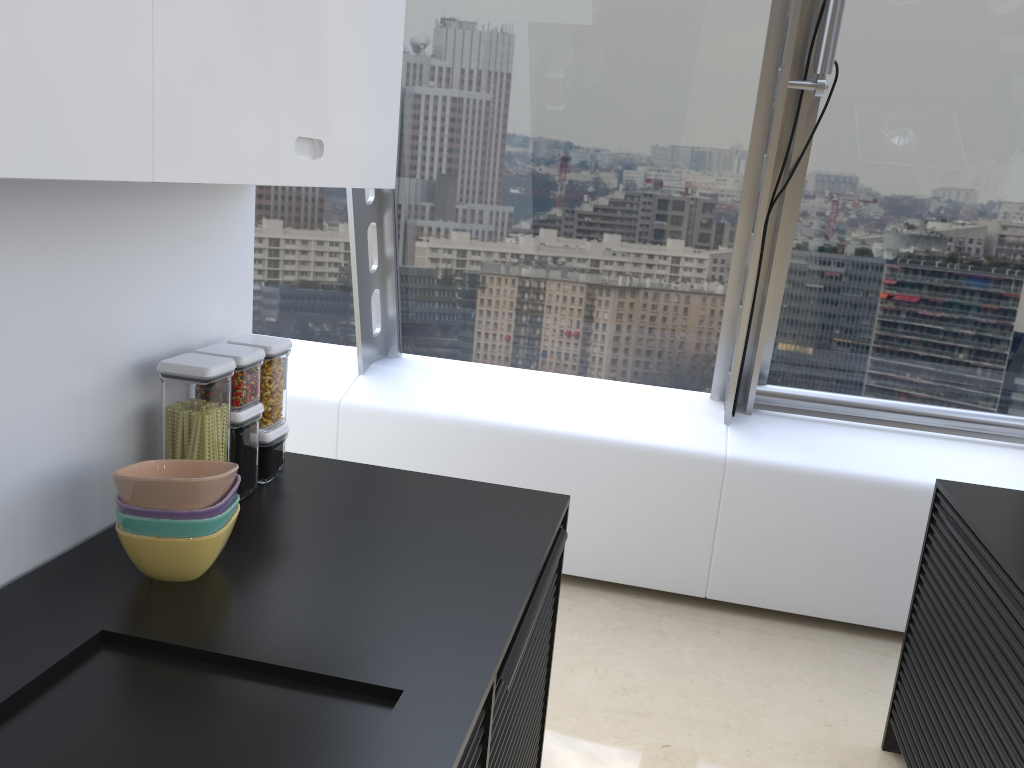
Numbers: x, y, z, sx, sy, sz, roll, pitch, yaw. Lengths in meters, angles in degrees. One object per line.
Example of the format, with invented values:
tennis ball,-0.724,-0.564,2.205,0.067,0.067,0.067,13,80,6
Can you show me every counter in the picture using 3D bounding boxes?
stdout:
counter,-0.635,0.599,0.367,0.804,0.025,3.738,8,13,10
counter,1.292,0.722,0.575,1.006,0.018,3.800,8,13,10

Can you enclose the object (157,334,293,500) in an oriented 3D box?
object,-0.598,0.081,1.876,0.113,0.315,0.365,8,13,10

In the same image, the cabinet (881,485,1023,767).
cabinet,1.254,1.137,0.671,1.007,0.838,3.800,8,13,10

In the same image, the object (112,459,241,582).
object,-0.572,0.225,1.525,0.185,0.205,0.205,5,13,-1

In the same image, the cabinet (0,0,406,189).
cabinet,-0.791,-0.339,0.204,0.343,0.515,3.741,8,13,10
